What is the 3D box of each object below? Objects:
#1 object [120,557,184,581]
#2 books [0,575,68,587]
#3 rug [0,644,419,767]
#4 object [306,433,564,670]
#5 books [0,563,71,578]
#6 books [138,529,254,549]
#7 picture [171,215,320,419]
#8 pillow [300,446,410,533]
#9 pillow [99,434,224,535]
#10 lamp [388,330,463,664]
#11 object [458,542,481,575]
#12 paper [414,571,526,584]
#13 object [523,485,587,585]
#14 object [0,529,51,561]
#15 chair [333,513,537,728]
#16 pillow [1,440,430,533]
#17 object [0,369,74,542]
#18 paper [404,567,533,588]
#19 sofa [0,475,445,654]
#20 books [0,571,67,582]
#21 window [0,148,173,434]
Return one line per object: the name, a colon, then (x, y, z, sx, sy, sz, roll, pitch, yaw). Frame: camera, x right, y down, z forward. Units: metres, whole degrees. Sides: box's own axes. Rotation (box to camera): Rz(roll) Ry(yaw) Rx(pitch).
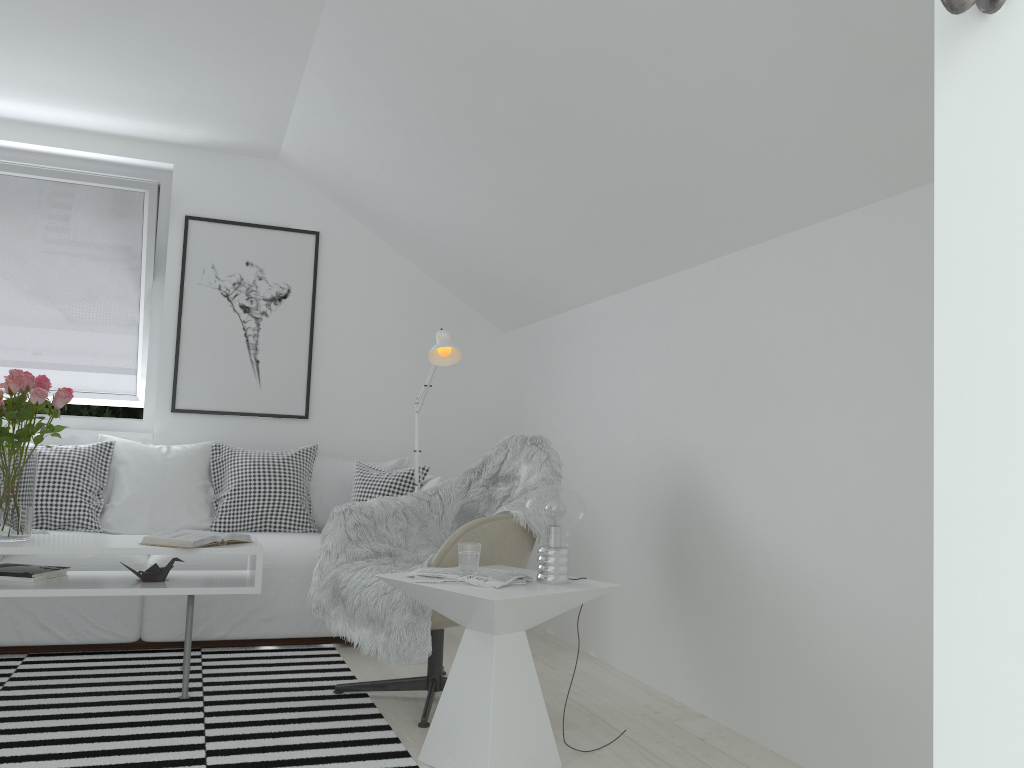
object: (-1.306, 0.667, 3.215, 0.194, 0.088, 0.186, 5, -5, -30)
books: (-1.718, 0.675, 3.075, 0.259, 0.014, 0.191, 2, -5, 7)
rug: (-1.206, 1.025, 2.381, 1.846, 0.004, 4.362, 4, -5, -20)
object: (-0.225, 0.559, 3.279, 0.954, 0.789, 0.784, 6, -6, -39)
books: (-1.718, 0.648, 3.086, 0.257, 0.012, 0.207, 2, -5, 8)
books: (-1.143, 0.561, 3.235, 0.231, 0.040, 0.342, 0, -5, 22)
picture: (-1.460, -0.358, 4.897, 0.720, 1.072, 0.015, 4, -5, -20)
pillow: (-0.833, 0.583, 4.583, 0.623, 0.498, 0.333, 1, -5, 14)
pillow: (-1.714, 0.508, 4.285, 0.599, 0.505, 0.391, 4, -5, -19)
lamp: (-0.371, 0.475, 3.673, 0.196, 1.373, 0.527, 4, -5, -15)
object: (-0.124, 0.504, 2.557, 0.067, 0.087, 0.067, 4, -5, -22)
paper: (-0.124, 0.554, 2.554, 0.312, 0.015, 0.205, 3, -5, -5)
object: (0.122, 0.433, 2.567, 0.185, 0.279, 0.185, 5, -5, -26)
object: (-2.286, 0.694, 3.756, 0.670, 0.291, 0.831, 4, -5, -21)
chair: (-0.222, 0.666, 3.273, 0.719, 0.941, 0.776, -2, -7, 45)
pillow: (-1.672, 0.501, 4.152, 2.488, 0.513, 0.676, 4, -5, -18)
object: (-1.748, 0.245, 3.107, 0.350, 0.599, 0.327, 2, -5, 0)
paper: (-0.123, 0.551, 2.554, 0.312, 0.024, 0.205, 0, -5, 30)
sofa: (-1.669, 0.761, 4.093, 2.647, 0.768, 0.917, 4, -5, -20)
books: (-1.722, 0.661, 3.078, 0.254, 0.014, 0.191, 2, -5, 5)
window: (-5.541, -0.413, 5.690, 12.055, 8.137, 4.514, 4, -5, -20)
